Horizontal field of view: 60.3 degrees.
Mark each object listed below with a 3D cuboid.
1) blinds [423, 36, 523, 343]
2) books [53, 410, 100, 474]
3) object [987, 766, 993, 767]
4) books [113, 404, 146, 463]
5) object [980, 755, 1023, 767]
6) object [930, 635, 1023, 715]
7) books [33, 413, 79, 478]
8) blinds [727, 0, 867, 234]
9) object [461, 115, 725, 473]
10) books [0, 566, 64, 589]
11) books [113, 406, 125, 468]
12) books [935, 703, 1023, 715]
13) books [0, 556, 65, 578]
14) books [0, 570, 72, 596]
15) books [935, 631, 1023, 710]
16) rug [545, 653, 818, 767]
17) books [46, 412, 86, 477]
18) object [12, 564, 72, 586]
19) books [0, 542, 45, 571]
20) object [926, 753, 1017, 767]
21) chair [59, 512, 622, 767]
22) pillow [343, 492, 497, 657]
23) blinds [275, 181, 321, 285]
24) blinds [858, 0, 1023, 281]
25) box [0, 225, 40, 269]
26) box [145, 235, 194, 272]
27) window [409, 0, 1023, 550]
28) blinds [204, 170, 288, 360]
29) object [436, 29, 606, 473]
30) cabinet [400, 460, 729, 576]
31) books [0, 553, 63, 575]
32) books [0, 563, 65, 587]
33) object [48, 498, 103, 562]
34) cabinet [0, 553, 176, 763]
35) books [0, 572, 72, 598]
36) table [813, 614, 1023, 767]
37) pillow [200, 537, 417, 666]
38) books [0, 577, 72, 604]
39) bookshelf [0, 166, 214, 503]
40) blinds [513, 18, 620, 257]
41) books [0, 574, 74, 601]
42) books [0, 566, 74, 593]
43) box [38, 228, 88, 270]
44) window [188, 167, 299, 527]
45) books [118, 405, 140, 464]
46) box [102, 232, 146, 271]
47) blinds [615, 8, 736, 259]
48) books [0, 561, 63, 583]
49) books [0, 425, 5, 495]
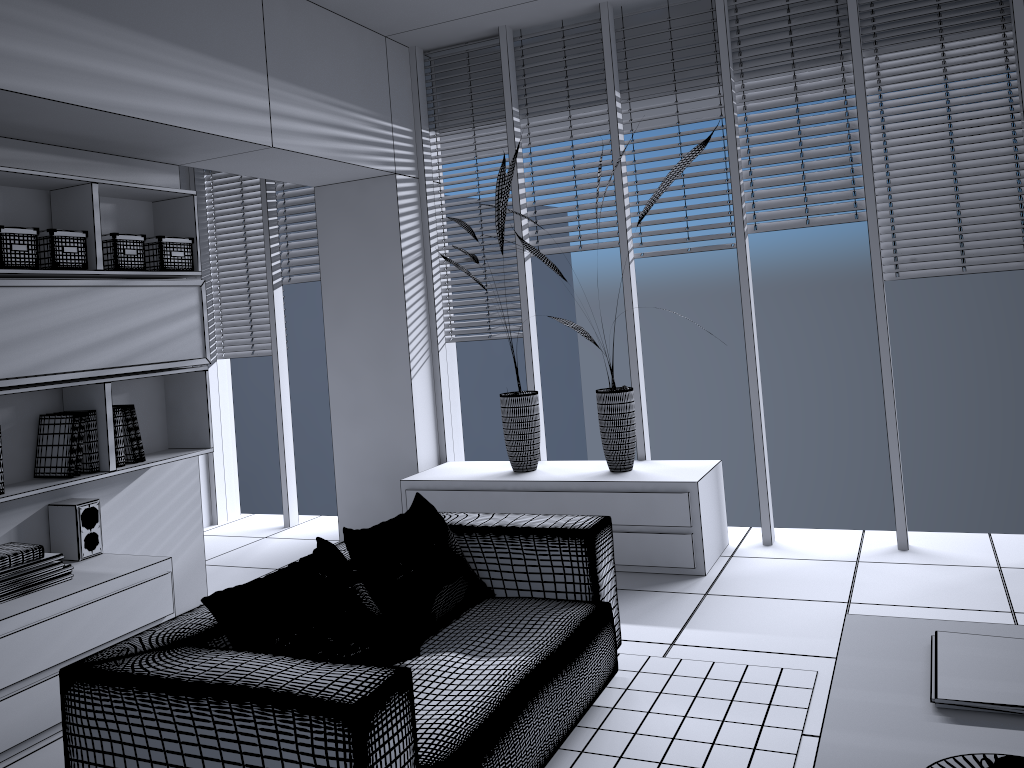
[{"bbox_3d":[-0.222,-1.213,5.517,0.634,1.886,0.057,-5,-2,24],"label":"blinds"},{"bbox_3d":[-1.826,0.243,3.701,0.207,0.259,0.050,-4,-1,25],"label":"books"},{"bbox_3d":[0.869,0.721,1.507,0.218,0.012,0.214,-6,5,-19],"label":"object"},{"bbox_3d":[-1.734,0.221,3.916,0.207,0.260,0.075,-4,-1,25],"label":"books"},{"bbox_3d":[0.869,0.690,1.507,0.096,0.070,0.084,-4,2,6],"label":"object"},{"bbox_3d":[1.126,0.667,2.040,0.284,0.008,0.417,-2,5,26],"label":"object"},{"bbox_3d":[-1.864,0.253,3.610,0.207,0.260,0.075,-4,-1,24],"label":"books"},{"bbox_3d":[1.510,-1.520,4.727,0.634,1.379,0.039,-5,-2,24],"label":"blinds"},{"bbox_3d":[0.399,-0.453,4.579,1.546,1.868,0.693,-4,-1,19],"label":"object"},{"bbox_3d":[-1.897,0.715,3.202,0.284,0.008,0.417,-2,5,26],"label":"books"},{"bbox_3d":[-1.776,0.231,3.829,0.207,0.259,0.050,-4,-1,25],"label":"books"},{"bbox_3d":[1.140,0.673,2.046,0.284,0.008,0.417,-2,5,26],"label":"books"},{"bbox_3d":[-1.895,0.677,3.208,0.284,0.008,0.417,-2,5,26],"label":"books"},{"bbox_3d":[-1.879,0.733,3.231,0.284,0.008,0.417,-2,5,26],"label":"books"},{"bbox_3d":[1.134,0.659,2.036,0.284,0.008,0.417,-2,5,26],"label":"books"},{"bbox_3d":[-0.217,1.146,2.411,1.793,0.001,2.243,-3,5,25],"label":"rug"},{"bbox_3d":[-1.851,0.250,3.639,0.207,0.260,0.075,-4,-1,24],"label":"books"},{"bbox_3d":[-1.892,0.716,3.224,0.284,0.008,0.417,-2,5,26],"label":"object"},{"bbox_3d":[-1.878,0.636,3.191,0.207,0.050,0.260,-2,5,30],"label":"books"},{"bbox_3d":[0.872,0.727,1.509,0.330,0.024,0.328,-8,5,-35],"label":"object"},{"bbox_3d":[-0.316,0.853,2.682,0.957,0.552,1.657,-3,4,25],"label":"chair"},{"bbox_3d":[-0.314,0.618,3.007,0.299,0.398,0.568,-4,2,22],"label":"pillow"},{"bbox_3d":[-1.370,-1.394,6.078,0.634,1.379,0.039,-5,-2,24],"label":"blinds"},{"bbox_3d":[2.170,-1.387,4.425,0.712,1.693,0.047,-5,-2,24],"label":"blinds"},{"bbox_3d":[-2.004,-0.517,3.424,0.280,0.162,0.179,-3,2,25],"label":"box"},{"bbox_3d":[-1.673,-0.599,4.148,0.280,0.162,0.217,-3,2,25],"label":"box"},{"bbox_3d":[1.979,-0.712,4.420,5.485,3.132,0.100,-3,-1,25],"label":"window"},{"bbox_3d":[-1.934,-1.142,6.336,0.634,1.906,0.039,-5,-2,24],"label":"blinds"},{"bbox_3d":[0.014,-1.026,5.113,0.496,2.992,1.420,-3,-1,-37],"label":"object"},{"bbox_3d":[0.266,0.699,4.820,1.670,0.450,0.599,-3,3,25],"label":"cabinet"},{"bbox_3d":[-1.910,0.669,3.196,0.284,0.008,0.417,-2,5,26],"label":"books"},{"bbox_3d":[-1.895,0.706,3.209,0.284,0.008,0.417,-2,5,26],"label":"books"},{"bbox_3d":[-1.831,0.610,3.703,0.176,0.232,0.119,-4,0,25],"label":"object"},{"bbox_3d":[-2.069,1.053,2.638,0.572,0.449,2.281,-4,4,25],"label":"cabinet"},{"bbox_3d":[-1.892,0.745,3.225,0.284,0.008,0.417,-2,5,26],"label":"books"},{"bbox_3d":[1.014,0.900,1.835,0.648,0.389,1.206,-3,4,25],"label":"table"},{"bbox_3d":[-0.553,0.700,2.478,0.339,0.389,0.570,-4,2,22],"label":"pillow"},{"bbox_3d":[-1.879,0.762,3.231,0.284,0.008,0.417,-2,5,26],"label":"books"},{"bbox_3d":[-2.177,-0.151,2.993,0.326,1.252,2.831,-5,3,25],"label":"bookshelf"},{"bbox_3d":[0.342,-1.466,5.260,0.634,1.368,0.051,-5,-2,24],"label":"blinds"},{"bbox_3d":[-1.877,0.753,3.237,0.284,0.008,0.417,-2,5,26],"label":"books"},{"bbox_3d":[-1.877,0.724,3.237,0.284,0.008,0.417,-2,5,26],"label":"books"},{"bbox_3d":[-1.911,-0.540,3.628,0.280,0.162,0.179,-3,2,25],"label":"box"},{"bbox_3d":[-1.924,-0.541,6.239,0.686,3.134,0.100,-5,-2,24],"label":"window"},{"bbox_3d":[-1.748,0.225,3.887,0.207,0.260,0.075,-4,-1,25],"label":"books"},{"bbox_3d":[-1.785,-0.571,3.903,0.280,0.162,0.179,-3,2,25],"label":"box"},{"bbox_3d":[0.931,-1.411,4.989,0.634,1.359,0.057,-5,-2,24],"label":"blinds"},{"bbox_3d":[-1.910,0.698,3.196,0.284,0.008,0.417,-2,5,26],"label":"books"},{"bbox_3d":[-2.007,0.289,3.325,0.207,0.259,0.050,-4,-1,25],"label":"books"}]
